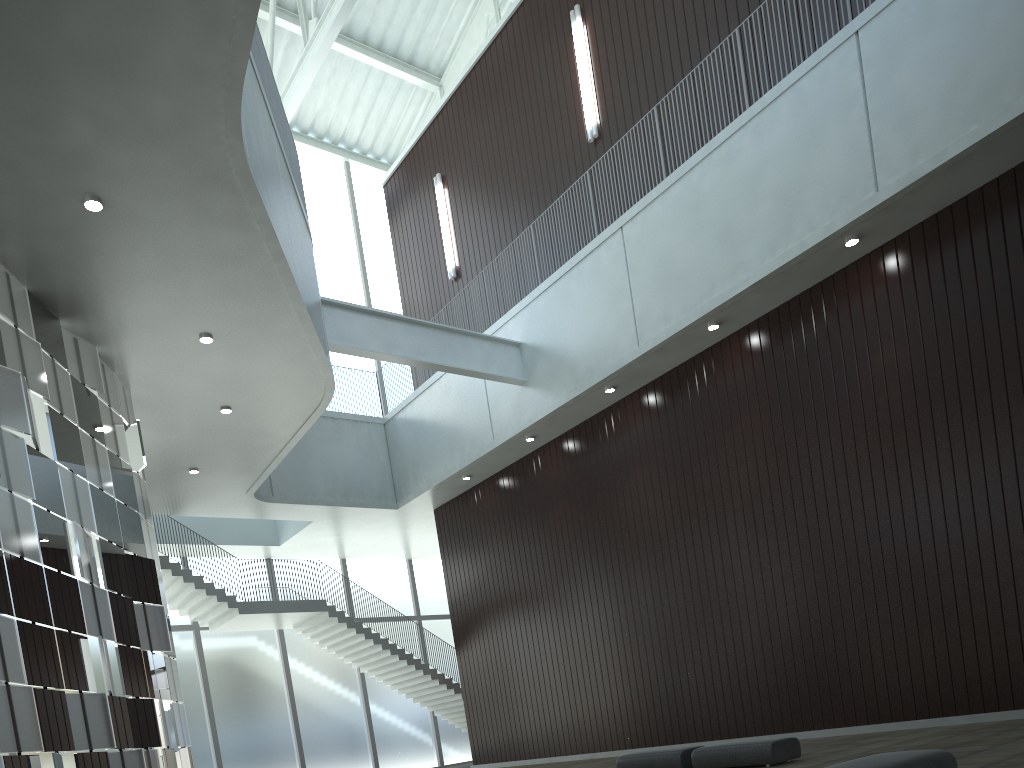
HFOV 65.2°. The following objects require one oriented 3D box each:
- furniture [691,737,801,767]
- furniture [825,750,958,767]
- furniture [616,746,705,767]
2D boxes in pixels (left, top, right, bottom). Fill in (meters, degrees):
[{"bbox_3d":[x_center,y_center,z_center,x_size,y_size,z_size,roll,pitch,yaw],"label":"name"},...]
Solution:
[{"bbox_3d":[9.642,15.353,33.165,2.115,1.025,4.357,5,-25,-36],"label":"furniture"},{"bbox_3d":[8.291,9.174,18.379,3.995,1.029,2.306,8,-25,-37],"label":"furniture"},{"bbox_3d":[6.908,17.328,36.763,2.115,1.025,4.357,5,-25,-36],"label":"furniture"}]
